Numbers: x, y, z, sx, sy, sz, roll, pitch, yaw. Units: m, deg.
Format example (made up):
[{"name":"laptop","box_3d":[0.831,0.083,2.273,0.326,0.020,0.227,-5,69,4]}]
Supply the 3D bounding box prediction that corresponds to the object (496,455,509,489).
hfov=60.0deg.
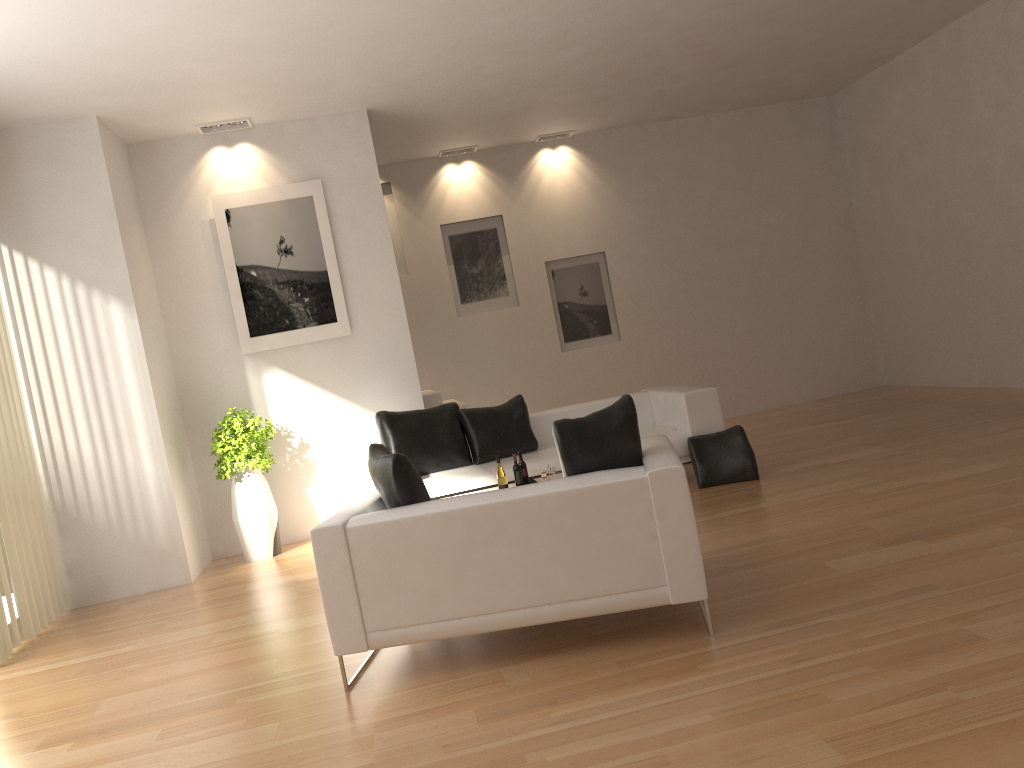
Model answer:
[{"name":"object","box_3d":[-0.073,0.602,5.907,0.068,0.257,0.067,-10,2,10]}]

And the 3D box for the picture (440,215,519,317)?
[{"name":"picture","box_3d":[-0.392,-1.415,10.661,0.802,1.155,0.005,-11,2,-8]}]

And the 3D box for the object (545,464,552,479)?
[{"name":"object","box_3d":[0.255,0.606,6.142,0.039,0.101,0.039,-9,3,40]}]

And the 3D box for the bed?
[{"name":"bed","box_3d":[0.179,0.664,7.605,3.075,0.761,1.262,-11,2,-8]}]

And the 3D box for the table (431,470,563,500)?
[{"name":"table","box_3d":[0.178,0.910,6.051,1.566,0.460,0.709,-11,2,-8]}]

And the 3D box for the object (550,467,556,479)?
[{"name":"object","box_3d":[0.279,0.608,5.964,0.039,0.101,0.039,-9,3,40]}]

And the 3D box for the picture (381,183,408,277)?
[{"name":"picture","box_3d":[-1.713,-1.763,10.456,0.802,1.155,0.005,-11,2,-8]}]

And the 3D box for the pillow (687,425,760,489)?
[{"name":"pillow","box_3d":[1.678,0.589,7.079,0.503,0.457,0.340,-10,2,10]}]

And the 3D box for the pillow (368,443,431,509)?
[{"name":"pillow","box_3d":[-0.547,0.578,4.434,0.291,0.598,0.660,-12,2,-19]}]

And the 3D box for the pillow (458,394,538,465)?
[{"name":"pillow","box_3d":[-0.115,0.397,7.725,0.628,0.524,0.270,-12,2,-25]}]

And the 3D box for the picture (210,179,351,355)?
[{"name":"picture","box_3d":[-2.071,-1.057,7.972,0.979,1.431,0.004,-11,2,-8]}]

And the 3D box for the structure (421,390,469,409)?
[{"name":"structure","box_3d":[-1.733,0.621,9.484,4.625,1.403,1.839,-11,2,-8]}]

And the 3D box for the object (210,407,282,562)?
[{"name":"object","box_3d":[-2.254,0.842,7.623,0.570,1.324,0.631,-11,2,6]}]

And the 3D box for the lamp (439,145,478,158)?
[{"name":"lamp","box_3d":[-0.645,-2.802,10.408,0.446,0.166,0.243,-11,2,-8]}]

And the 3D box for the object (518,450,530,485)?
[{"name":"object","box_3d":[0.074,0.576,6.029,0.057,0.248,0.057,-10,2,9]}]

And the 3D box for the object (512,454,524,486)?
[{"name":"object","box_3d":[0.036,0.588,5.930,0.059,0.244,0.059,-11,2,-8]}]

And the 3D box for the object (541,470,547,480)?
[{"name":"object","box_3d":[0.216,0.624,5.866,0.039,0.101,0.039,-9,3,34]}]

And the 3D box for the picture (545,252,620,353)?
[{"name":"picture","box_3d":[0.861,-0.999,10.856,0.802,1.155,0.005,-11,2,-8]}]

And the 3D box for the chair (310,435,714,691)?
[{"name":"chair","box_3d":[0.051,0.815,4.440,1.671,0.761,1.262,-11,2,7]}]

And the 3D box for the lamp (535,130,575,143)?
[{"name":"lamp","box_3d":[0.494,-3.025,10.579,0.446,0.166,0.243,-11,2,-8]}]

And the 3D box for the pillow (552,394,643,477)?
[{"name":"pillow","box_3d":[0.437,0.405,4.231,0.506,0.666,0.324,-12,2,-18]}]

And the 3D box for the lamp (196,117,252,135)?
[{"name":"lamp","box_3d":[-2.537,-2.337,7.786,0.446,0.166,0.243,-11,2,-8]}]

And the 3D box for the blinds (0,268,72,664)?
[{"name":"blinds","box_3d":[-3.711,-0.147,6.127,0.143,3.861,1.409,-11,2,-11]}]

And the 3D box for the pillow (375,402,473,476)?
[{"name":"pillow","box_3d":[-0.747,0.496,7.608,0.755,0.666,0.346,-12,2,-23]}]
